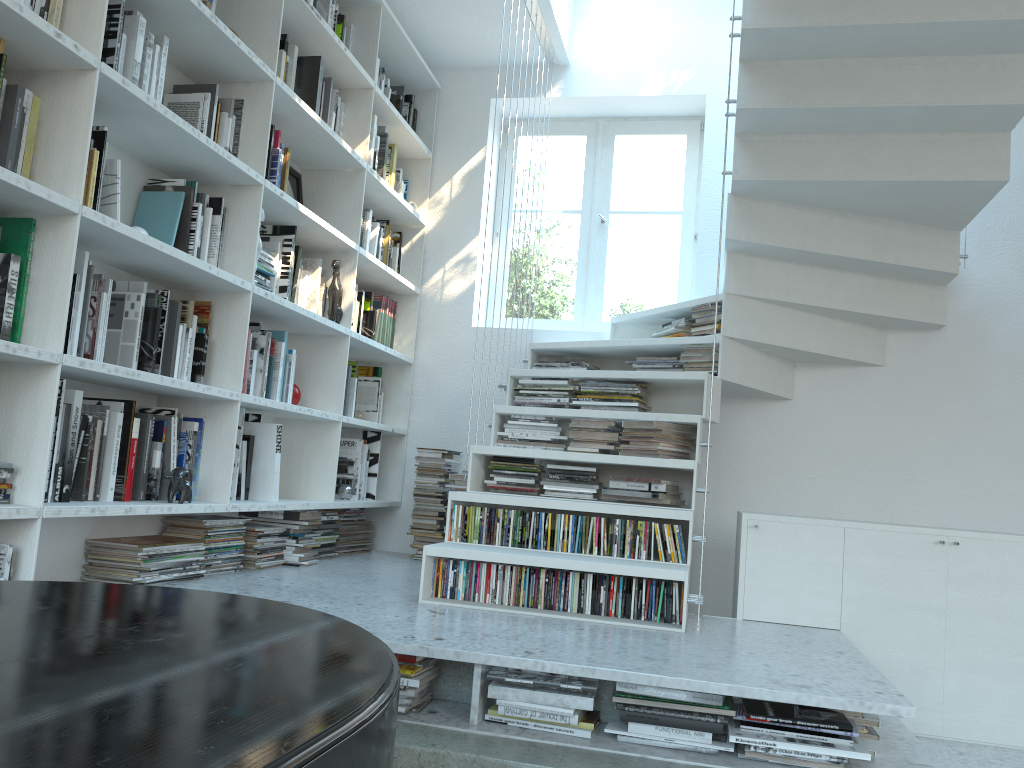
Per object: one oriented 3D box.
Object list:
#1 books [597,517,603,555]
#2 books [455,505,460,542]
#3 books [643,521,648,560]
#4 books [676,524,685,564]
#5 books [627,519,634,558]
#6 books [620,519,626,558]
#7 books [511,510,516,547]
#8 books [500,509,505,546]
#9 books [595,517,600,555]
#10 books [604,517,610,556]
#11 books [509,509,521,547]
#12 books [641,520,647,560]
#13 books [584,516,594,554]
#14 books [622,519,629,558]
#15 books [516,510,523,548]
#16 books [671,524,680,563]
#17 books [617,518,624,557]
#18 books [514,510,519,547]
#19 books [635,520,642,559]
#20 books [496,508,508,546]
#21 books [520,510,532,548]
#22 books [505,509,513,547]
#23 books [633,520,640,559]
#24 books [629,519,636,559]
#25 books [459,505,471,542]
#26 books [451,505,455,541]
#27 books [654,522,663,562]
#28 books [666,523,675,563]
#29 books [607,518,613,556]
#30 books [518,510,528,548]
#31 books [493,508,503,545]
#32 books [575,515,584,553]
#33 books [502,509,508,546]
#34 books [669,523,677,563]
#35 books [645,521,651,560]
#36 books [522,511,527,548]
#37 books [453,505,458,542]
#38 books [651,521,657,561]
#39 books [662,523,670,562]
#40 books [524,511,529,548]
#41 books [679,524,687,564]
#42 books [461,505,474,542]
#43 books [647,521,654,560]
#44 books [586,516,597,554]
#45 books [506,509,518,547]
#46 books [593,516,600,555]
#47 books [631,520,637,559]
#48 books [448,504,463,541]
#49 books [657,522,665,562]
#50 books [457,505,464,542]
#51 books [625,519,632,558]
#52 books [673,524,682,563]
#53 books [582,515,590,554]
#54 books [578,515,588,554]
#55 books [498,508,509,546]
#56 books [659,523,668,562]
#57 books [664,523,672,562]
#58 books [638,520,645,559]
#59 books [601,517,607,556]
[{"bbox_3d":[0.303,0.515,3.009,0.007,0.125,0.125,3,-6,13],"label":"books"},{"bbox_3d":[-0.175,0.489,3.118,0.008,0.125,0.125,3,-6,13],"label":"books"},{"bbox_3d":[0.451,0.523,2.976,0.008,0.125,0.125,3,-6,13],"label":"books"},{"bbox_3d":[0.561,0.531,2.950,0.036,0.123,0.125,3,-6,13],"label":"books"},{"bbox_3d":[0.400,0.520,2.987,0.008,0.125,0.125,3,-6,13],"label":"books"},{"bbox_3d":[0.377,0.519,2.993,0.009,0.125,0.125,3,-6,13],"label":"books"},{"bbox_3d":[0.019,0.499,3.074,0.008,0.125,0.125,3,-6,13],"label":"books"},{"bbox_3d":[-0.019,0.497,3.083,0.009,0.125,0.125,3,-6,13],"label":"books"},{"bbox_3d":[0.296,0.514,3.011,0.009,0.125,0.125,3,-6,13],"label":"books"},{"bbox_3d":[0.323,0.516,3.005,0.018,0.125,0.125,3,-6,13],"label":"books"},{"bbox_3d":[0.011,0.499,3.076,0.008,0.125,0.125,3,-6,13],"label":"books"},{"bbox_3d":[0.444,0.522,2.977,0.008,0.125,0.125,3,-6,13],"label":"books"},{"bbox_3d":[0.262,0.513,3.019,0.009,0.125,0.125,3,-6,13],"label":"books"},{"bbox_3d":[0.385,0.519,2.991,0.007,0.125,0.125,3,-6,13],"label":"books"},{"bbox_3d":[0.034,0.500,3.071,0.007,0.125,0.125,3,-6,13],"label":"books"},{"bbox_3d":[0.546,0.530,2.954,0.035,0.123,0.125,3,-6,13],"label":"books"},{"bbox_3d":[0.368,0.518,2.995,0.010,0.125,0.125,3,-6,13],"label":"books"},{"bbox_3d":[0.027,0.500,3.072,0.008,0.125,0.125,3,-6,13],"label":"books"},{"bbox_3d":[0.427,0.522,2.981,0.010,0.125,0.125,3,-6,13],"label":"books"},{"bbox_3d":[-0.035,0.496,3.086,0.007,0.125,0.125,3,-6,13],"label":"books"},{"bbox_3d":[0.049,0.501,3.067,0.007,0.125,0.125,3,-6,13],"label":"books"},{"bbox_3d":[-0.004,0.498,3.079,0.008,0.125,0.125,3,-6,13],"label":"books"},{"bbox_3d":[0.421,0.521,2.983,0.010,0.125,0.125,3,-6,13],"label":"books"},{"bbox_3d":[0.407,0.520,2.986,0.008,0.125,0.125,3,-6,13],"label":"books"},{"bbox_3d":[-0.161,0.489,3.115,0.008,0.125,0.125,3,-6,13],"label":"books"},{"bbox_3d":[-0.190,0.488,3.122,0.008,0.125,0.125,3,-6,13],"label":"books"},{"bbox_3d":[0.493,0.527,2.966,0.034,0.123,0.125,3,-6,13],"label":"books"},{"bbox_3d":[0.531,0.529,2.957,0.035,0.123,0.125,3,-6,13],"label":"books"},{"bbox_3d":[0.337,0.517,3.002,0.009,0.125,0.125,3,-6,13],"label":"books"},{"bbox_3d":[0.041,0.500,3.069,0.007,0.125,0.125,3,-6,13],"label":"books"},{"bbox_3d":[-0.043,0.496,3.088,0.010,0.125,0.125,3,-6,13],"label":"books"},{"bbox_3d":[0.233,0.511,3.025,0.013,0.125,0.125,3,-6,13],"label":"books"},{"bbox_3d":[-0.011,0.498,3.081,0.007,0.125,0.125,3,-6,13],"label":"books"},{"bbox_3d":[0.539,0.529,2.956,0.036,0.123,0.125,3,-6,13],"label":"books"},{"bbox_3d":[0.458,0.523,2.974,0.007,0.125,0.125,3,-6,13],"label":"books"},{"bbox_3d":[0.056,0.501,3.066,0.008,0.125,0.125,3,-6,13],"label":"books"},{"bbox_3d":[-0.183,0.488,3.120,0.009,0.125,0.125,3,-6,13],"label":"books"},{"bbox_3d":[0.475,0.524,2.970,0.011,0.125,0.125,3,-6,13],"label":"books"},{"bbox_3d":[0.516,0.528,2.961,0.034,0.123,0.125,3,-6,13],"label":"books"},{"bbox_3d":[0.063,0.502,3.064,0.008,0.125,0.125,3,-6,13],"label":"books"},{"bbox_3d":[0.569,0.531,2.949,0.034,0.123,0.125,3,-6,13],"label":"books"},{"bbox_3d":[-0.154,0.490,3.113,0.009,0.125,0.125,3,-6,13],"label":"books"},{"bbox_3d":[0.466,0.524,2.972,0.008,0.125,0.125,3,-6,13],"label":"books"},{"bbox_3d":[0.273,0.513,3.016,0.016,0.125,0.125,3,-6,13],"label":"books"},{"bbox_3d":[0.003,0.498,3.078,0.008,0.125,0.125,3,-6,13],"label":"books"},{"bbox_3d":[0.287,0.514,3.013,0.013,0.125,0.125,3,-6,13],"label":"books"},{"bbox_3d":[0.413,0.521,2.984,0.008,0.125,0.125,3,-6,13],"label":"books"},{"bbox_3d":[-0.199,0.487,3.124,0.008,0.125,0.125,3,-6,13],"label":"books"},{"bbox_3d":[0.500,0.527,2.964,0.035,0.123,0.125,3,-6,13],"label":"books"},{"bbox_3d":[-0.168,0.489,3.117,0.007,0.125,0.125,3,-6,13],"label":"books"},{"bbox_3d":[0.393,0.520,2.989,0.007,0.125,0.125,3,-6,13],"label":"books"},{"bbox_3d":[0.553,0.530,2.952,0.034,0.123,0.125,3,-6,13],"label":"books"},{"bbox_3d":[0.253,0.512,3.021,0.011,0.125,0.125,3,-6,13],"label":"books"},{"bbox_3d":[0.243,0.511,3.023,0.009,0.125,0.125,3,-6,13],"label":"books"},{"bbox_3d":[-0.026,0.497,3.084,0.009,0.125,0.125,3,-6,13],"label":"books"},{"bbox_3d":[0.508,0.528,2.963,0.036,0.123,0.125,3,-6,13],"label":"books"},{"bbox_3d":[0.523,0.528,2.959,0.034,0.123,0.125,3,-6,13],"label":"books"},{"bbox_3d":[0.436,0.522,2.979,0.008,0.125,0.125,3,-6,13],"label":"books"},{"bbox_3d":[0.313,0.515,3.007,0.012,0.125,0.125,3,-6,13],"label":"books"}]
